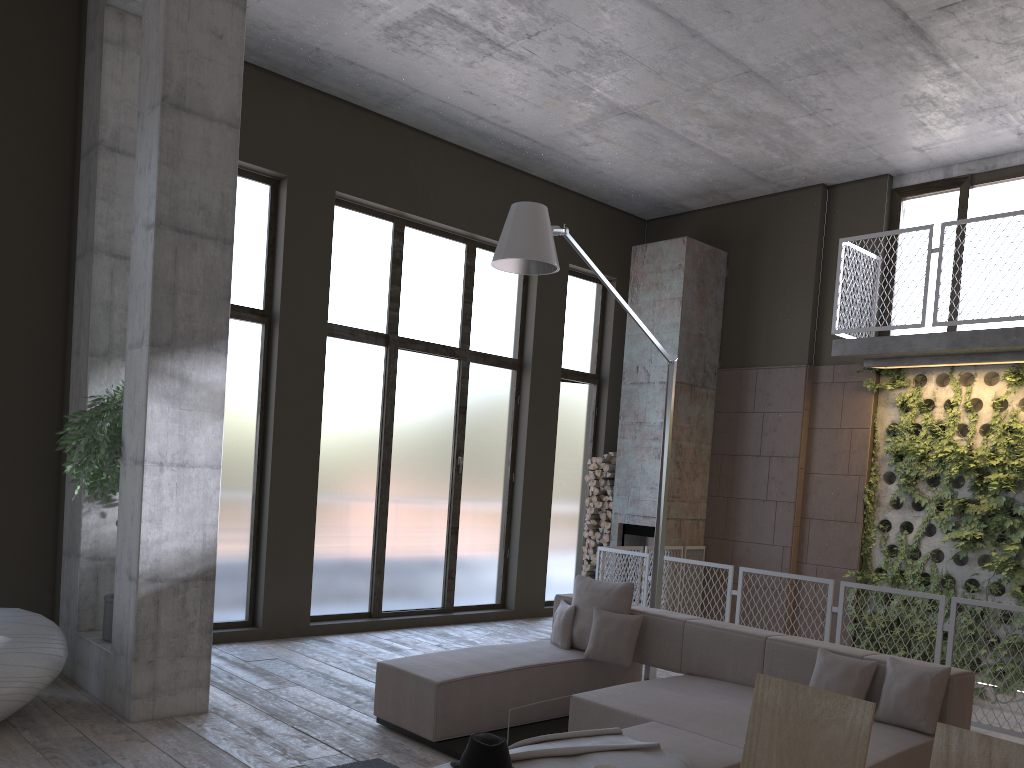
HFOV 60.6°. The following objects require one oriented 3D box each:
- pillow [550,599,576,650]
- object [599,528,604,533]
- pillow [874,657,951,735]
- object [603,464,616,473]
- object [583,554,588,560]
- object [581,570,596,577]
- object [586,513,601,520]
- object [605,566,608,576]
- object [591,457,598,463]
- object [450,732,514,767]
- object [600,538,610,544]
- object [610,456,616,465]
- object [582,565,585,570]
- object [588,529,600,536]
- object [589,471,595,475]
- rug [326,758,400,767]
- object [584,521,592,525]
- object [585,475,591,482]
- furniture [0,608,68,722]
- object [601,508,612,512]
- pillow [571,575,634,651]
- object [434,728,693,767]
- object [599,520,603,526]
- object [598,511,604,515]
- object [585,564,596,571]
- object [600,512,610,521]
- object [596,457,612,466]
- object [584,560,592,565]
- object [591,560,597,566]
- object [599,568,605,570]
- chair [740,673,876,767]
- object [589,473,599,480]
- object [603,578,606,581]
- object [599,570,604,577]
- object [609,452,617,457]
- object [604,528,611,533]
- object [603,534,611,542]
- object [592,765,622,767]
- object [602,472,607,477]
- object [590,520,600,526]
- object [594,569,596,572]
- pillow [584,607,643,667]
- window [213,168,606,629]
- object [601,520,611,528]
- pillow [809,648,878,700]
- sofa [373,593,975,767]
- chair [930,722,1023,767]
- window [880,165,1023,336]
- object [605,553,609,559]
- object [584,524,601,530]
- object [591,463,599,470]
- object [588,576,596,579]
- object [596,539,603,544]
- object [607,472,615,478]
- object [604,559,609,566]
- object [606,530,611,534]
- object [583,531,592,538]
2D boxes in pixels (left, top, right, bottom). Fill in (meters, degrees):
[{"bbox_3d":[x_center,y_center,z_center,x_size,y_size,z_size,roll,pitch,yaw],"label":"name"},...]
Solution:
[{"bbox_3d":[0.388,1.817,6.579,0.151,0.377,0.369,4,-2,-9],"label":"pillow"},{"bbox_3d":[1.252,1.833,10.967,0.425,0.067,0.067,9,-5,-42],"label":"object"},{"bbox_3d":[2.163,1.683,4.762,0.188,0.367,0.361,3,-1,-38],"label":"pillow"},{"bbox_3d":[1.309,1.055,10.869,0.440,0.093,0.093,9,-5,-43],"label":"object"},{"bbox_3d":[1.074,2.197,11.181,0.439,0.107,0.079,9,-4,-43],"label":"object"},{"bbox_3d":[1.071,2.398,11.120,0.458,0.089,0.090,9,-4,-41],"label":"object"},{"bbox_3d":[1.121,1.681,11.087,0.458,0.089,0.090,9,-4,-41],"label":"object"},{"bbox_3d":[1.289,2.321,10.859,0.366,0.125,0.063,8,-2,-41],"label":"object"},{"bbox_3d":[1.182,0.979,11.045,0.458,0.090,0.090,9,-5,-44],"label":"object"},{"bbox_3d":[-0.105,1.529,3.615,0.301,0.169,0.300,1,-5,35],"label":"object"},{"bbox_3d":[1.259,1.955,10.933,0.366,0.068,0.121,9,-6,-41],"label":"object"},{"bbox_3d":[1.358,0.966,10.928,0.296,0.108,0.099,8,-4,-42],"label":"object"},{"bbox_3d":[1.054,2.325,11.104,0.425,0.067,0.067,9,-5,-43],"label":"object"},{"bbox_3d":[1.153,1.884,11.097,0.458,0.089,0.090,9,-5,-42],"label":"object"},{"bbox_3d":[1.132,1.136,11.073,0.066,0.086,0.428,3,-4,45],"label":"object"},{"bbox_3d":[-1.444,1.964,3.646,2.937,0.049,1.158,9,-8,-42],"label":"rug"},{"bbox_3d":[1.082,1.771,11.129,0.366,0.068,0.121,9,-7,-44],"label":"object"},{"bbox_3d":[1.098,1.202,11.084,0.440,0.092,0.091,9,-5,-43],"label":"object"},{"bbox_3d":[-3.629,1.750,5.126,1.795,0.812,1.633,4,-4,-5],"label":"furniture"},{"bbox_3d":[1.248,1.574,10.923,0.334,0.057,0.088,9,-6,-42],"label":"object"},{"bbox_3d":[0.619,1.684,6.379,0.222,0.558,0.561,3,0,-41],"label":"pillow"},{"bbox_3d":[0.011,1.816,3.732,1.603,0.503,1.043,6,-5,-24],"label":"object"},{"bbox_3d":[1.255,1.743,11.014,0.365,0.087,0.101,9,-5,-42],"label":"object"},{"bbox_3d":[1.223,1.618,10.987,0.361,0.074,0.064,9,-4,-41],"label":"object"},{"bbox_3d":[1.105,2.312,11.047,0.483,0.084,0.093,9,-5,-43],"label":"object"},{"bbox_3d":[1.224,1.645,10.902,0.296,0.107,0.098,9,-4,-43],"label":"object"},{"bbox_3d":[1.181,0.972,10.921,0.294,0.103,0.103,9,-4,-43],"label":"object"},{"bbox_3d":[1.066,2.300,11.202,0.367,0.118,0.070,9,-3,-43],"label":"object"},{"bbox_3d":[1.172,2.240,11.011,0.438,0.079,0.114,9,-6,-43],"label":"object"},{"bbox_3d":[1.198,2.290,10.956,0.334,0.057,0.088,9,-6,-42],"label":"object"},{"bbox_3d":[0.488,1.364,2.144,0.725,1.197,0.346,4,2,-39],"label":"chair"},{"bbox_3d":[1.155,1.174,11.016,0.458,0.089,0.090,9,-5,-43],"label":"object"},{"bbox_3d":[1.238,2.469,10.973,0.440,0.093,0.092,9,-4,-42],"label":"object"},{"bbox_3d":[1.174,2.362,10.935,0.296,0.107,0.098,9,-4,-43],"label":"object"},{"bbox_3d":[1.340,0.885,10.905,0.334,0.056,0.087,9,-6,-43],"label":"object"},{"bbox_3d":[1.307,1.829,10.908,0.425,0.067,0.067,9,-5,-42],"label":"object"},{"bbox_3d":[1.251,1.895,10.808,0.294,0.103,0.100,9,-4,-44],"label":"object"},{"bbox_3d":[0.243,1.021,2.228,0.093,0.088,0.117,4,-3,1],"label":"object"},{"bbox_3d":[1.281,1.137,10.906,0.425,0.066,0.067,9,-5,-43],"label":"object"},{"bbox_3d":[1.177,1.757,11.082,0.438,0.079,0.114,9,-6,-42],"label":"object"},{"bbox_3d":[1.174,2.334,11.020,0.361,0.074,0.064,9,-4,-41],"label":"object"},{"bbox_3d":[0.710,1.767,6.124,0.375,0.373,0.169,3,1,21],"label":"pillow"},{"bbox_3d":[-2.277,0.203,8.149,9.267,4.175,0.208,8,-1,-44],"label":"window"},{"bbox_3d":[1.287,1.753,10.941,0.440,0.093,0.092,9,-4,-42],"label":"object"},{"bbox_3d":[1.879,1.729,5.038,0.187,0.359,0.369,3,-1,-43],"label":"pillow"},{"bbox_3d":[0.455,1.842,4.986,3.031,0.785,2.988,9,-7,-42],"label":"sofa"},{"bbox_3d":[0.785,1.341,1.731,0.725,1.197,0.346,4,2,-38],"label":"chair"},{"bbox_3d":[5.213,-1.230,8.049,0.110,1.749,3.554,2,-1,-43],"label":"window"},{"bbox_3d":[1.327,2.137,10.910,0.438,0.079,0.114,9,-6,-43],"label":"object"},{"bbox_3d":[1.078,1.800,11.027,0.425,0.073,0.071,9,-5,-42],"label":"object"},{"bbox_3d":[1.177,1.046,10.989,0.438,0.080,0.112,9,-6,-43],"label":"object"},{"bbox_3d":[1.128,2.473,11.115,0.438,0.079,0.114,9,-6,-42],"label":"object"},{"bbox_3d":[1.192,1.972,11.011,0.362,0.074,0.064,9,-5,-44],"label":"object"},{"bbox_3d":[1.336,1.134,10.847,0.425,0.068,0.066,9,-5,-43],"label":"object"},{"bbox_3d":[1.309,2.214,10.892,0.482,0.084,0.093,9,-5,-42],"label":"object"},{"bbox_3d":[1.261,1.820,10.798,0.252,0.048,0.062,9,-6,-44],"label":"object"},{"bbox_3d":[1.089,1.915,11.160,0.440,0.092,0.091,9,-5,-42],"label":"object"}]
